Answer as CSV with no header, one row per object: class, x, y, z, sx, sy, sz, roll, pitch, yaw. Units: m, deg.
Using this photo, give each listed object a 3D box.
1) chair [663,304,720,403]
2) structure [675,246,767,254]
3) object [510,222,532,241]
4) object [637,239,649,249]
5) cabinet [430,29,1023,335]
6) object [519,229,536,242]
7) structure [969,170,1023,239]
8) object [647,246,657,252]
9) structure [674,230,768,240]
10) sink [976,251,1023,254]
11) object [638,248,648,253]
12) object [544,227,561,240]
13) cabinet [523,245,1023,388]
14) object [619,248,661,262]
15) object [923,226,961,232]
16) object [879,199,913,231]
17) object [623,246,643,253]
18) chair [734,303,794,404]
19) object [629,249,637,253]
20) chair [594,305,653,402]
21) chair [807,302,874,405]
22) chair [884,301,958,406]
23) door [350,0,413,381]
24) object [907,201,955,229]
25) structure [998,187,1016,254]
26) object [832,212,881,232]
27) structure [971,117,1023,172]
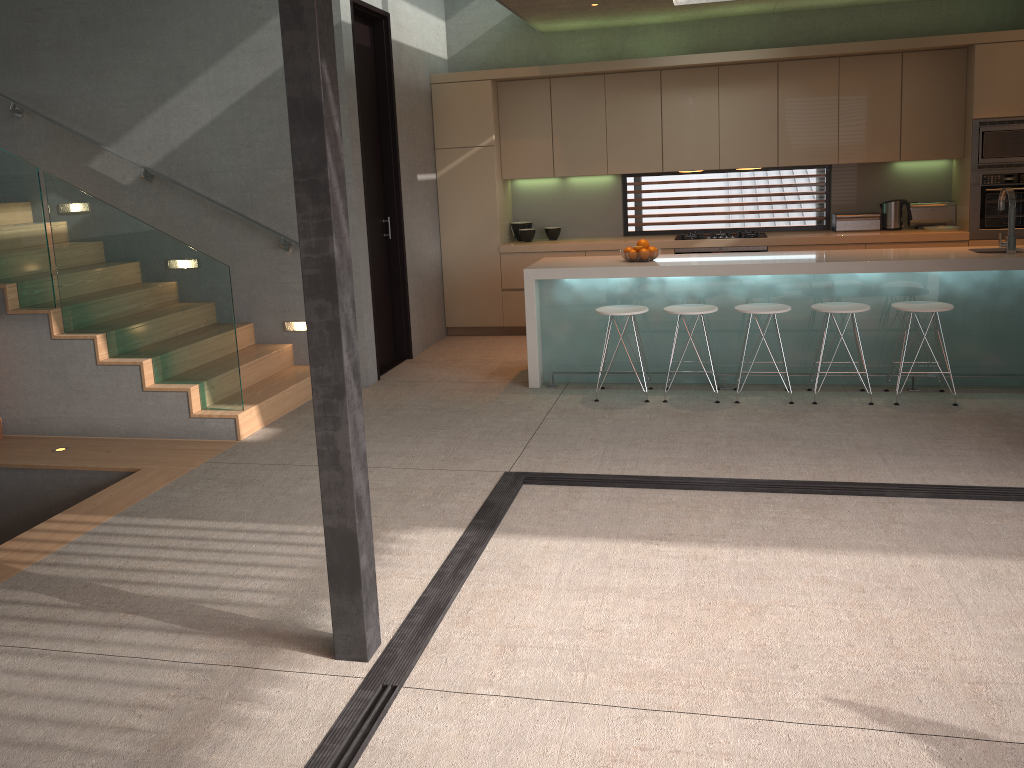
chair,1.247,-0.220,6.149,0.382,0.615,0.387,0,11,13
structure,1.938,-1.020,8.206,0.828,0.494,0.080,0,10,13
object,0.101,-1.563,9.061,0.225,0.185,0.228,-5,12,-9
object,0.991,-1.050,6.690,0.095,0.093,0.095,5,14,33
cabinet,2.828,-1.612,7.505,7.468,2.533,1.994,0,11,13
object,0.156,-1.491,8.883,0.169,0.125,0.172,-3,12,0
structure,4.296,-1.589,7.770,0.596,0.572,0.505,0,11,13
object,1.052,-0.988,6.646,0.094,0.093,0.095,-2,11,2
structure,1.980,-1.393,8.394,0.838,0.090,0.471,0,14,13
sink,3.435,-0.848,6.224,0.374,0.133,0.380,0,13,13
object,0.983,-0.968,6.586,0.086,0.086,0.088,-2,11,4
object,0.415,-1.522,8.957,0.169,0.125,0.172,-3,12,0
cabinet,2.200,-0.490,6.490,4.120,0.888,0.812,0,12,13
object,0.970,-0.973,6.677,0.315,0.081,0.320,0,14,13
object,3.842,-1.386,7.900,0.310,0.034,0.314,-7,14,-17
object,3.559,-1.573,8.202,0.278,0.281,0.180,1,11,18
object,0.911,-0.988,6.667,0.097,0.099,0.175,-10,14,-31
chair,1.714,-0.217,6.040,0.382,0.615,0.387,0,11,13
object,0.904,-0.967,6.616,0.081,0.080,0.081,7,15,41
chair,0.786,-0.224,6.257,0.382,0.615,0.387,0,11,13
chair,2.199,-0.214,5.928,0.382,0.615,0.387,0,11,13
chair,2.690,-0.210,5.814,0.382,0.615,0.387,0,11,13
door,-0.751,-0.260,4.927,15.347,4.417,5.852,-6,12,-14
object,3.879,-1.564,8.178,0.389,0.244,0.152,0,11,13
structure,3.376,-1.126,6.074,0.097,0.435,0.262,-1,11,13
object,3.242,-1.523,8.323,0.400,0.158,0.244,0,13,13
structure,4.276,-2.089,7.708,0.596,0.431,0.467,0,12,13
